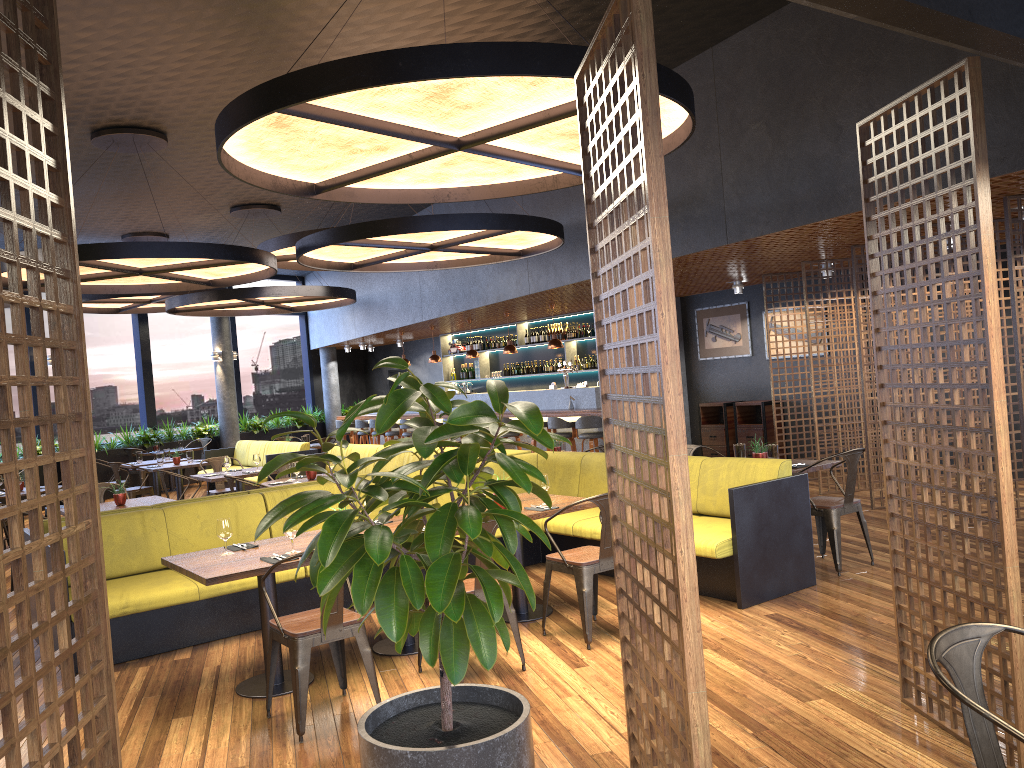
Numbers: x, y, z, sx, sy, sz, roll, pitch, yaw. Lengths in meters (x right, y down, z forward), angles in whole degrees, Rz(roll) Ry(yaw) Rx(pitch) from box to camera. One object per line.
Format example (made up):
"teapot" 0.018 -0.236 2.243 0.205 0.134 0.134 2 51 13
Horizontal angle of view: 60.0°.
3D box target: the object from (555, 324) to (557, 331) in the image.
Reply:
"object" 0.839 -0.967 16.638 0.084 0.330 0.084 -5 1 -29

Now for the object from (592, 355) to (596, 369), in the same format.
"object" 1.451 -0.389 15.801 0.063 0.254 0.063 -5 1 -8

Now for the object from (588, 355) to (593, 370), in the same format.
"object" 1.389 -0.383 15.749 0.063 0.254 0.063 -5 1 -33

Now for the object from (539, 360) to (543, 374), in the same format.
"object" 0.553 -0.328 17.158 0.063 0.254 0.063 -4 1 27

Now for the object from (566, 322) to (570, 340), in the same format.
"object" 1.032 -0.981 16.428 0.084 0.330 0.084 -5 1 -29

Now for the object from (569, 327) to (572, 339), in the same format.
"object" 1.068 -0.928 16.166 0.056 0.227 0.056 -4 1 31

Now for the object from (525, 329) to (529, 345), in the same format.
"object" 0.287 -0.917 17.276 0.085 0.310 0.086 -5 1 -8

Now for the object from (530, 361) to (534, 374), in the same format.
"object" 0.390 -0.315 17.198 0.063 0.254 0.063 -4 1 27

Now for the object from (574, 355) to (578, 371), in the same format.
"object" 1.165 -0.383 16.227 0.079 0.281 0.079 -5 1 -32

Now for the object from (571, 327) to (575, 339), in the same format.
"object" 1.104 -0.930 16.116 0.056 0.227 0.056 -4 1 41

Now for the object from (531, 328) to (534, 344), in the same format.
"object" 0.404 -0.925 17.119 0.085 0.310 0.086 -5 1 -2

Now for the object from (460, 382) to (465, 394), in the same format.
"object" -0.880 0.080 15.925 0.105 0.209 0.105 -5 1 -1

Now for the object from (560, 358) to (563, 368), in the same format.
"object" 0.928 -0.354 16.620 0.063 0.254 0.063 -4 1 27

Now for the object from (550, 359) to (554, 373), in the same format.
"object" 0.752 -0.340 16.643 0.063 0.254 0.063 -5 1 -43

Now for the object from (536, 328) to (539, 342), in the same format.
"object" 0.495 -0.933 17.155 0.085 0.310 0.086 -5 1 5

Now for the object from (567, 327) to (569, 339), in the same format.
"object" 1.033 -0.925 16.215 0.056 0.227 0.056 -5 1 16

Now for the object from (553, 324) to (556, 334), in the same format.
"object" 0.802 -0.963 16.539 0.084 0.330 0.084 -5 1 -29

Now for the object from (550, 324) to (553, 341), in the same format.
"object" 0.749 -0.959 16.616 0.084 0.330 0.084 -5 1 -29

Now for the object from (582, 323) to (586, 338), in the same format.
"object" 1.289 -0.957 15.849 0.063 0.254 0.063 -4 1 27

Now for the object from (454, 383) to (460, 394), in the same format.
"object" -0.989 0.088 15.995 0.105 0.209 0.105 -5 1 -1

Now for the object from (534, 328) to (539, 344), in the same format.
"object" 0.456 -0.929 17.042 0.085 0.310 0.086 -5 1 -8

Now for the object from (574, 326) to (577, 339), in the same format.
"object" 1.153 -0.935 16.152 0.056 0.227 0.056 -5 1 -34

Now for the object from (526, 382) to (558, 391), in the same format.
"object" 0.412 0.044 14.038 0.200 0.106 0.766 -5 1 -36

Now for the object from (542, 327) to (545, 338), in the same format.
"object" 0.608 -0.941 17.000 0.085 0.310 0.086 -5 1 -8

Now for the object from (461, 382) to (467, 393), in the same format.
"object" -0.849 0.079 15.791 0.105 0.209 0.105 -5 1 -1

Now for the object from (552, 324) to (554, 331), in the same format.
"object" 0.786 -0.963 16.717 0.084 0.330 0.084 -5 1 -29

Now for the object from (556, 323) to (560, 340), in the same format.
"object" 0.858 -0.967 16.454 0.084 0.330 0.084 -5 1 -29

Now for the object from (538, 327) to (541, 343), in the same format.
"object" 0.549 -0.937 17.074 0.085 0.310 0.086 -5 1 -24

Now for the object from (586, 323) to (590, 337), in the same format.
"object" 1.364 -0.964 15.905 0.063 0.254 0.063 -4 1 42

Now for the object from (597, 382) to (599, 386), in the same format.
"object" 1.656 0.192 15.633 0.204 0.492 0.310 -5 1 -36

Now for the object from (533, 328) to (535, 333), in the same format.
"object" 0.438 -0.929 17.226 0.085 0.310 0.086 -5 1 -8

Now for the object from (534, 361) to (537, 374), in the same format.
"object" 0.447 -0.319 17.116 0.063 0.254 0.063 -5 1 2

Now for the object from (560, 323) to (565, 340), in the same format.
"object" 0.916 -0.971 16.377 0.084 0.330 0.084 -5 1 -29

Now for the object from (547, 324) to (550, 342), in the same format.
"object" 0.693 -0.955 16.691 0.084 0.330 0.084 -5 1 -29

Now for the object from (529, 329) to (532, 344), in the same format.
"object" 0.381 -0.925 17.308 0.085 0.310 0.086 -5 1 -21

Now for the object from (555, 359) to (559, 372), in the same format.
"object" 0.836 -0.346 16.565 0.063 0.254 0.063 -5 1 -28

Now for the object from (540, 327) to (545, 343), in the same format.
"object" 0.571 -0.937 16.886 0.085 0.310 0.086 -5 1 -2

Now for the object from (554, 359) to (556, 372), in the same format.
"object" 0.829 -0.346 16.700 0.063 0.254 0.063 -5 1 -8

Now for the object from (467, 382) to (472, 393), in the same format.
"object" -0.760 0.071 15.863 0.105 0.209 0.105 -5 1 -1

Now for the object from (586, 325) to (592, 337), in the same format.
"object" 1.366 -0.939 15.752 0.097 0.206 0.097 -4 1 23

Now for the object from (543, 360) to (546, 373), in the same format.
"object" 0.628 -0.333 17.066 0.063 0.254 0.063 -5 1 12

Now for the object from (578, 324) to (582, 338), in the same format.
"object" 1.212 -0.952 15.944 0.063 0.254 0.063 -5 1 -38

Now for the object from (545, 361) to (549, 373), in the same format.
"object" 0.670 -0.320 16.863 0.088 0.224 0.088 -4 1 24

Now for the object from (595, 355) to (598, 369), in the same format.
"object" 1.503 -0.392 15.683 0.063 0.254 0.063 -5 1 17

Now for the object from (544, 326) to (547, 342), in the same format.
"object" 0.661 -0.944 16.922 0.085 0.310 0.086 -5 1 5

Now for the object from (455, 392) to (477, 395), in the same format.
"object" -0.848 0.173 15.938 0.273 0.019 0.437 -5 1 -36

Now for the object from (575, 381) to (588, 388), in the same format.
"object" 1.033 0.009 13.132 0.177 0.091 0.091 -4 1 29

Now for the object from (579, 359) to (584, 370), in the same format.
"object" 1.262 -0.352 16.002 0.097 0.206 0.097 -4 1 23

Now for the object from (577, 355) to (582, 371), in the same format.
"object" 1.219 -0.387 16.151 0.079 0.281 0.079 -4 1 33

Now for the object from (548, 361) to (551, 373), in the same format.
"object" 0.732 -0.324 16.775 0.088 0.224 0.088 -5 1 -21

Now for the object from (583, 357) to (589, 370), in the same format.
"object" 1.323 -0.364 15.872 0.088 0.224 0.088 -4 1 24

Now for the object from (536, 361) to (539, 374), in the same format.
"object" 0.480 -0.323 17.260 0.063 0.254 0.063 -4 1 42
